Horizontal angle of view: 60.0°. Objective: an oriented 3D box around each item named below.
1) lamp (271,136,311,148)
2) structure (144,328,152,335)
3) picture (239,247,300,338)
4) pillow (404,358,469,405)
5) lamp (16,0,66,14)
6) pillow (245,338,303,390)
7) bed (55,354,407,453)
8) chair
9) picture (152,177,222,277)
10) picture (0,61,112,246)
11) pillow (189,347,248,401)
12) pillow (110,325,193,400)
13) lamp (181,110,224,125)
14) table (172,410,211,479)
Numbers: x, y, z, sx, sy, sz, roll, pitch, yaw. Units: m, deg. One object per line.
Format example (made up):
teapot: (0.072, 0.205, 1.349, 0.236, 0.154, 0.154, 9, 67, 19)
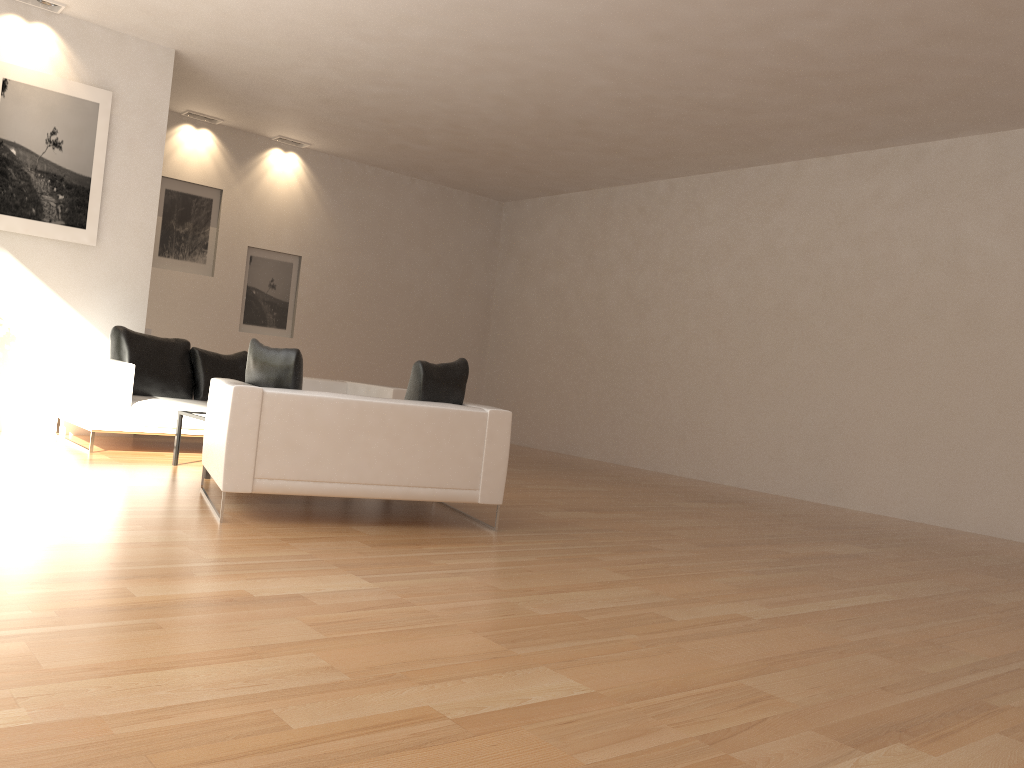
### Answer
lamp: (-2.890, -3.249, 11.637, 0.446, 0.166, 0.243, 6, 0, -39)
structure: (-5.053, -0.344, 9.119, 4.625, 1.403, 1.839, 6, 0, -39)
picture: (-3.231, -1.206, 11.797, 0.802, 1.155, 0.005, 6, 0, -39)
pillow: (-0.513, 0.142, 5.727, 0.324, 0.666, 0.506, 6, 0, 41)
lamp: (-4.111, -3.379, 7.642, 0.446, 0.166, 0.243, 6, 0, -39)
pillow: (-1.468, 0.032, 5.389, 0.660, 0.598, 0.291, 6, 0, 40)
bed: (-2.526, 0.260, 8.457, 3.075, 0.761, 1.262, 6, 0, -39)
chair: (-1.039, 0.425, 5.661, 1.671, 0.761, 1.262, 6, 0, -24)
picture: (-4.057, -1.949, 11.058, 0.802, 1.155, 0.005, 6, 0, -39)
picture: (-4.139, -2.023, 7.870, 0.979, 1.431, 0.004, 6, 0, -39)
pillow: (-2.763, -0.080, 8.448, 0.270, 0.524, 0.628, 6, 0, 34)
pillow: (-3.247, -0.157, 8.020, 0.346, 0.666, 0.755, 6, 0, 36)
lamp: (-3.793, -3.347, 10.893, 0.446, 0.166, 0.243, 6, 0, -39)
table: (-1.787, 0.523, 7.094, 1.566, 0.460, 0.709, 6, 0, -39)
